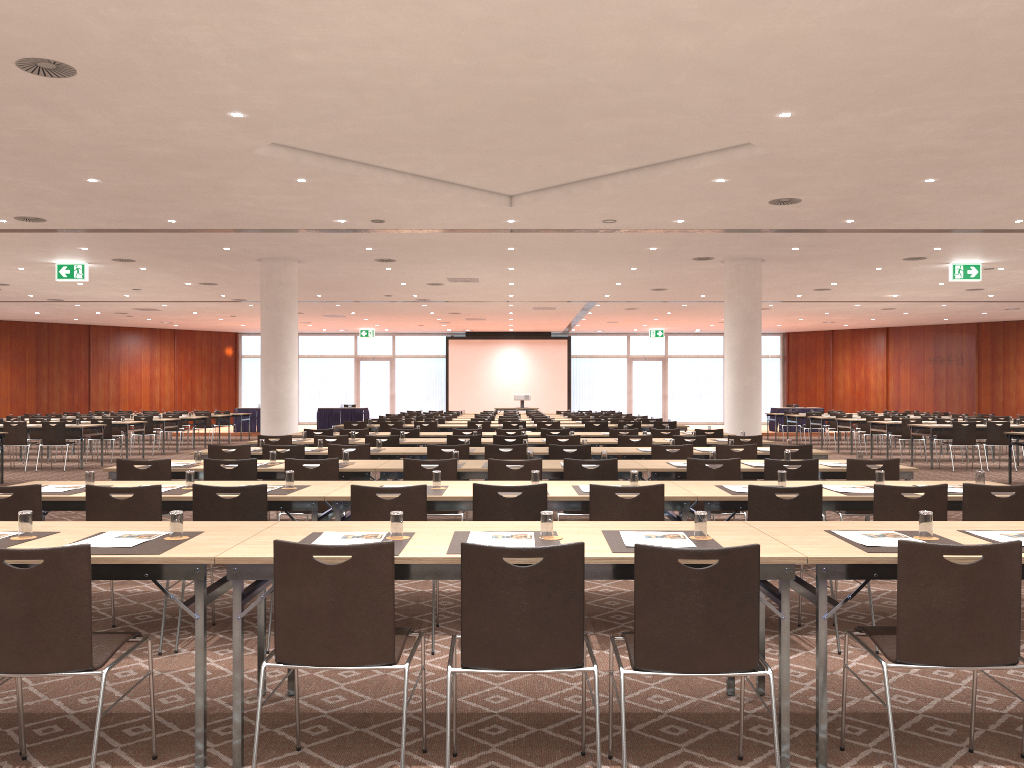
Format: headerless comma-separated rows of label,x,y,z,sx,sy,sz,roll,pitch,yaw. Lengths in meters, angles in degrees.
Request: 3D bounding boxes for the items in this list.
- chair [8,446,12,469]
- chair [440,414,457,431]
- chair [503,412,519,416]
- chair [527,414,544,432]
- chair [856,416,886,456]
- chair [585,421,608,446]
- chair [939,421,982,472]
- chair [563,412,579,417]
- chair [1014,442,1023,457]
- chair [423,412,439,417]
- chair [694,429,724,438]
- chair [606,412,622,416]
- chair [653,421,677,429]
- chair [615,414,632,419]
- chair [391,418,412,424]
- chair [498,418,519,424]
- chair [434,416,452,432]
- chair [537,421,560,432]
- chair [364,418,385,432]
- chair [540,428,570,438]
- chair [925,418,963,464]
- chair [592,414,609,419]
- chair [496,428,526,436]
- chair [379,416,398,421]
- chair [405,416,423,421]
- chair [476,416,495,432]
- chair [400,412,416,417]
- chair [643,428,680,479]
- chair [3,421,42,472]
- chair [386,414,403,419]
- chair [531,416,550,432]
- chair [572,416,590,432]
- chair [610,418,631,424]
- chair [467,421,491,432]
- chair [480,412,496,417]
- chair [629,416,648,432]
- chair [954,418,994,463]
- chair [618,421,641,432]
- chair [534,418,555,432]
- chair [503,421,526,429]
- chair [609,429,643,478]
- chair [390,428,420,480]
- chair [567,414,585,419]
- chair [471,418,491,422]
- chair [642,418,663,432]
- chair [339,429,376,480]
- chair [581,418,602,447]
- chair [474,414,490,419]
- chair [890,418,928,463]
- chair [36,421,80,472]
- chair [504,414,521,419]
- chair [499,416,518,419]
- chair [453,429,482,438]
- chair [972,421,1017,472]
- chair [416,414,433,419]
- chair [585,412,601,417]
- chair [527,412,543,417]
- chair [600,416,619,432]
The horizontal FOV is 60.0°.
chair,-9.936,1.166,16.824,0.535,0.939,0.614,0,0,3
chair,-1.609,1.227,22.772,0.535,0.939,0.614,0,0,2
chair,-0.013,1.248,24.774,0.535,0.939,0.614,0,0,3
chair,0.634,1.228,22.817,0.535,0.939,0.614,0,0,-3
chair,8.472,1.207,20.841,0.535,0.939,0.614,0,0,0
chair,1.579,1.165,16.775,0.535,0.939,0.614,0,0,-2
chair,8.444,1.164,16.701,0.535,0.939,0.614,0,0,2
chair,1.648,1.249,24.818,0.535,0.939,0.614,0,0,2
chair,9.777,1.164,16.702,0.535,0.939,0.614,0,0,0
chair,-2.249,1.248,24.737,0.535,0.939,0.614,0,0,-1
chair,2.898,1.128,13.242,0.535,0.939,0.614,0,0,-3
chair,2.838,1.248,24.777,0.535,0.939,0.614,0,0,0
chair,2.884,1.165,16.819,0.535,0.939,0.614,0,0,3
chair,2.844,1.227,22.742,0.535,0.939,0.614,0,0,1
chair,-2.311,1.185,18.737,0.535,0.939,0.614,0,0,2
chair,-0.075,1.186,18.774,0.535,0.939,0.614,0,0,-1
chair,-1.609,1.206,20.738,0.535,0.939,0.614,0,0,-3
chair,0.688,1.165,16.740,0.535,0.939,0.614,0,0,1
chair,-2.877,1.186,18.771,0.535,0.939,0.614,0,0,1
chair,0.631,1.129,13.317,0.535,0.939,0.614,0,0,-3
chair,9.107,1.185,18.701,0.535,0.939,0.614,0,0,2
chair,2.241,1.227,22.776,0.535,0.939,0.614,0,0,-3
chair,-0.016,1.129,13.274,0.535,0.939,0.614,0,0,0
chair,-2.889,1.207,20.813,0.535,0.939,0.614,0,0,-3
chair,-2.270,1.207,20.772,0.535,0.939,0.614,0,0,3
chair,-0.611,1.207,20.773,0.535,0.939,0.614,0,0,1
chair,-2.896,1.249,24.813,0.535,0.939,0.614,0,0,-2
chair,2.265,1.129,13.276,0.535,0.939,0.614,0,0,0
chair,-9.263,1.164,16.684,0.535,0.939,0.614,0,0,-1
chair,-3.000,1.227,22.736,0.535,0.939,0.614,0,0,1
chair,0.662,1.206,20.740,0.535,0.939,0.614,0,0,-1
chair,1.607,1.207,20.818,0.535,0.939,0.614,0,0,1
chair,2.276,1.186,18.776,0.535,0.939,0.614,0,0,-1
chair,-0.617,1.165,16.773,0.535,0.939,0.614,0,0,1
chair,-0.660,1.249,24.815,0.535,0.939,0.614,0,0,2
chair,2.939,1.207,20.777,0.535,0.939,0.614,0,0,-1
chair,9.776,1.186,18.783,0.535,0.939,0.614,0,0,-1
chair,2.193,1.165,16.741,0.535,0.939,0.614,0,0,-1
chair,0.671,1.186,18.817,0.535,0.939,0.614,0,0,-2
chair,0.043,1.165,16.816,0.535,0.939,0.614,0,0,-1
chair,1.648,1.128,13.241,0.535,0.939,0.614,0,0,-1
chair,-1.581,1.129,13.315,0.535,0.939,0.614,0,0,2
chair,1.628,1.227,22.741,0.535,0.939,0.614,0,0,0
chair,-0.651,1.185,18.739,0.535,0.939,0.614,0,0,0
chair,2.944,1.185,18.742,0.535,0.939,0.614,0,0,2
chair,-2.332,1.128,13.237,0.535,0.939,0.614,0,0,-2
chair,1.669,1.185,18.741,0.535,0.939,0.614,0,0,-1
chair,-0.734,1.227,22.739,0.535,0.939,0.614,0,0,1
chair,8.428,1.186,18.841,0.535,0.939,0.614,0,0,1
chair,-8.584,1.165,16.766,0.535,0.939,0.614,0,0,-2
chair,0.001,1.227,22.774,0.535,0.939,0.614,0,0,-2
chair,-0.084,1.207,20.816,0.535,0.939,0.614,0,0,0
chair,-0.652,1.128,13.239,0.535,0.939,0.614,0,0,2
chair,9.122,1.165,16.783,0.535,0.939,0.614,0,0,1
chair,-2.231,1.228,22.814,0.535,0.939,0.614,0,0,0
chair,2.247,1.248,24.741,0.535,0.939,0.614,0,0,1
chair,0.637,1.248,24.740,0.535,0.939,0.614,0,0,2
chair,2.272,1.206,20.741,0.535,0.939,0.614,0,0,2
